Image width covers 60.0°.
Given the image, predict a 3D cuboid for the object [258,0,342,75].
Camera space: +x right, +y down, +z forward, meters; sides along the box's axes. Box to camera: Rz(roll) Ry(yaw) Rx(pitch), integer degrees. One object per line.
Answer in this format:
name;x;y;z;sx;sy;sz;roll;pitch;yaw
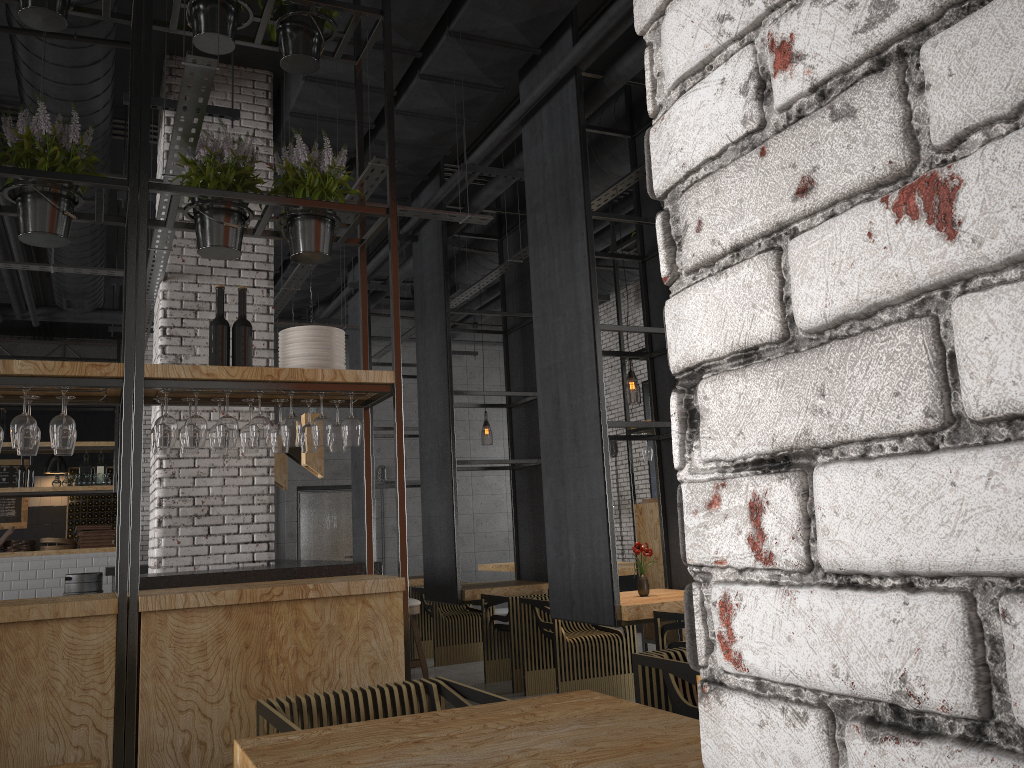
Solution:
object;-1.183;-2.024;4.912;0.416;0.561;0.465;-3;-10;-1

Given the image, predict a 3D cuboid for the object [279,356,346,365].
object;-1.020;-0.094;4.533;0.334;0.040;0.334;-8;-11;28

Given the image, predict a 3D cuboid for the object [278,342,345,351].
object;-1.025;-0.167;4.546;0.334;0.043;0.334;5;-13;-41

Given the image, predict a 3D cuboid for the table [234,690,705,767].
table;-0.001;1.174;1.870;0.996;0.766;0.997;2;-11;-25

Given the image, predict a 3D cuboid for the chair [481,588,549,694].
chair;0.172;2.092;7.307;0.657;0.733;0.636;1;-11;-23

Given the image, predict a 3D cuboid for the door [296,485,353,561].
door;-2.836;2.643;13.809;1.119;2.111;0.158;2;-12;-25

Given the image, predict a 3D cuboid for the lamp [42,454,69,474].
lamp;-7.567;1.009;14.738;0.390;0.940;0.389;1;-11;-22

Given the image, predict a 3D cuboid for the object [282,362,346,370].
object;-1.019;-0.056;4.527;0.334;0.046;0.333;6;-13;-44

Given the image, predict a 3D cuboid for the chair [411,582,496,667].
chair;-0.591;2.408;8.948;0.657;0.733;0.636;2;-11;-26

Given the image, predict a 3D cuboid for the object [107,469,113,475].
object;-6.808;1.488;15.018;0.079;0.079;0.282;2;-11;-25

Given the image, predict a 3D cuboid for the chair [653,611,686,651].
chair;1.280;1.651;5.027;0.657;0.733;0.636;2;-11;-26

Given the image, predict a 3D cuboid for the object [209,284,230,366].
object;-1.441;-0.258;4.370;0.098;0.473;0.098;-8;-12;27

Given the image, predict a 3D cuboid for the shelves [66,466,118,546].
shelves;-6.962;2.472;14.831;0.889;2.156;0.250;2;-12;-25

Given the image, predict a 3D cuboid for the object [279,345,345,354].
object;-1.023;-0.148;4.543;0.334;0.039;0.333;0;-10;-17

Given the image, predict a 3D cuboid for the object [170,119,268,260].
object;-1.492;-0.930;4.525;0.467;0.561;0.415;0;-11;-17

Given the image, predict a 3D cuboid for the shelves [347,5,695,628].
shelves;-0.306;-0.173;8.564;1.003;4.383;6.127;2;-11;-25

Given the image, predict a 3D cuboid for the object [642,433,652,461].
object;1.314;0.613;8.639;0.101;0.268;0.100;-5;-11;11

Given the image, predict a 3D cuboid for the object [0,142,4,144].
object;-2.594;-0.960;3.995;0.467;0.561;0.415;-6;-10;13

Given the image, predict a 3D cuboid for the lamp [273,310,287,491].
lamp;-1.964;0.114;7.433;0.127;1.552;0.127;2;-12;-25

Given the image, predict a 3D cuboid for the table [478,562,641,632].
table;0.811;2.839;12.073;1.000;0.766;4.122;2;-11;-25

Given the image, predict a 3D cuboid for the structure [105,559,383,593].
structure;-3.965;1.923;7.262;4.309;1.539;5.857;1;-11;-25

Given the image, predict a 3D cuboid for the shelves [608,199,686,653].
shelves;2.277;0.090;9.076;2.332;5.037;0.687;2;-12;-25

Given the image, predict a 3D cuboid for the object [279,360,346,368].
object;-1.018;-0.075;4.530;0.334;0.037;0.334;-9;-11;30

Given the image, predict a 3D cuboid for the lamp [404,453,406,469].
lamp;-1.372;0.238;10.878;0.108;1.605;0.108;-4;-11;7

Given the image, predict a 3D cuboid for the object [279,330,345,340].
object;-1.027;-0.225;4.557;0.334;0.039;0.334;-11;-12;39

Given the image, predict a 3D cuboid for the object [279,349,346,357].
object;-1.022;-0.133;4.540;0.335;0.041;0.333;-3;-10;-3

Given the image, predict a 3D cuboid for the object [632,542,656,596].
object;0.889;1.237;5.949;0.156;0.356;0.170;-7;-11;22

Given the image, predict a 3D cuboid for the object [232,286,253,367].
object;-1.343;-0.255;4.416;0.098;0.473;0.098;-8;-12;27

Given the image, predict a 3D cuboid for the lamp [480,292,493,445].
lamp;-0.276;-0.210;8.555;0.108;1.605;0.108;-7;-11;21

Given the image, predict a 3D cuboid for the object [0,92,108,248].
object;-2.211;-0.946;4.204;0.416;0.561;0.466;-9;-12;32

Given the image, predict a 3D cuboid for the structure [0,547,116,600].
structure;-7.967;2.850;10.903;5.799;1.351;1.506;1;-11;-25

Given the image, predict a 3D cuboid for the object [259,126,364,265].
object;-1.058;-0.929;4.670;0.467;0.561;0.415;3;-12;-31

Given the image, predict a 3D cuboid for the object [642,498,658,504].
object;1.541;1.119;8.547;0.411;0.050;0.410;2;-11;-26

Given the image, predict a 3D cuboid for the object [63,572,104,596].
object;-4.620;2.565;9.533;0.399;1.039;0.396;-5;-11;10

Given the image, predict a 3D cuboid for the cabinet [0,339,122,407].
cabinet;-9.086;0.196;13.586;5.862;1.775;0.680;1;-11;-25

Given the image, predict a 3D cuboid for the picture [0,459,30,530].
picture;-8.466;1.810;14.509;0.980;1.146;0.020;2;-12;-25

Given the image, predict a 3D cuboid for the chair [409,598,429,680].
chair;-0.827;1.925;6.255;0.438;0.808;0.480;-11;-13;38

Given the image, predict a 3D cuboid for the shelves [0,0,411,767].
shelves;-2.344;-0.521;3.949;3.658;5.037;0.687;2;-12;-25

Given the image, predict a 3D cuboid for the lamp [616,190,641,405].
lamp;0.799;-0.650;6.275;0.108;1.605;0.108;-11;-13;36

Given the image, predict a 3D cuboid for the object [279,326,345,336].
object;-1.028;-0.244;4.562;0.334;0.039;0.334;-11;-12;38

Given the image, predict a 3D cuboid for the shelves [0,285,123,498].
shelves;-8.194;-0.036;11.491;5.675;3.078;0.595;1;-11;-25

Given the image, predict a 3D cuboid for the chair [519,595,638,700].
chair;0.496;1.960;6.620;0.657;0.733;0.636;1;-11;-22

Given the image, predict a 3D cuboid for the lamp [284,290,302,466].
lamp;-1.696;-0.072;6.869;0.127;1.400;0.127;2;-12;-25

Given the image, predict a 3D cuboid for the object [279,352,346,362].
object;-1.021;-0.113;4.537;0.334;0.039;0.334;-9;-11;31

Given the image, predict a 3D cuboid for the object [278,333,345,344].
object;-1.027;-0.206;4.555;0.334;0.044;0.334;-10;-12;35

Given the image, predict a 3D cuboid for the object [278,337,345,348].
object;-1.026;-0.186;4.551;0.334;0.041;0.334;-9;-11;34

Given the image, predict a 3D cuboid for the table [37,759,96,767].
table;-1.183;1.145;1.321;0.996;0.766;0.997;2;-11;-25

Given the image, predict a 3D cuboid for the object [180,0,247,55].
object;-1.560;-2.045;4.666;0.415;0.561;0.466;-11;-13;37

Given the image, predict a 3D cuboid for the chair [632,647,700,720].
chair;0.924;1.383;3.315;0.657;0.733;0.636;2;-11;-25

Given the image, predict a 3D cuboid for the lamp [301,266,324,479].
lamp;-1.419;-0.109;6.278;0.127;1.552;0.127;2;-12;-25

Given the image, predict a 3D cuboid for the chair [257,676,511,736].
chair;-0.391;1.354;2.719;0.657;0.733;0.636;2;-11;-26

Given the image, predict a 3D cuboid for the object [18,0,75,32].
object;-2.309;-2.054;4.377;0.416;0.561;0.466;3;-12;-31

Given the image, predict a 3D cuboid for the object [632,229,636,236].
object;1.504;-1.472;9.068;0.415;0.561;0.466;-11;-13;38

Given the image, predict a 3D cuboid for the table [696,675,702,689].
table;1.250;1.201;2.433;0.996;0.766;0.997;2;-11;-25

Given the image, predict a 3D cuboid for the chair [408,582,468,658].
chair;-0.885;2.536;9.617;0.657;0.733;0.636;1;-11;-24
